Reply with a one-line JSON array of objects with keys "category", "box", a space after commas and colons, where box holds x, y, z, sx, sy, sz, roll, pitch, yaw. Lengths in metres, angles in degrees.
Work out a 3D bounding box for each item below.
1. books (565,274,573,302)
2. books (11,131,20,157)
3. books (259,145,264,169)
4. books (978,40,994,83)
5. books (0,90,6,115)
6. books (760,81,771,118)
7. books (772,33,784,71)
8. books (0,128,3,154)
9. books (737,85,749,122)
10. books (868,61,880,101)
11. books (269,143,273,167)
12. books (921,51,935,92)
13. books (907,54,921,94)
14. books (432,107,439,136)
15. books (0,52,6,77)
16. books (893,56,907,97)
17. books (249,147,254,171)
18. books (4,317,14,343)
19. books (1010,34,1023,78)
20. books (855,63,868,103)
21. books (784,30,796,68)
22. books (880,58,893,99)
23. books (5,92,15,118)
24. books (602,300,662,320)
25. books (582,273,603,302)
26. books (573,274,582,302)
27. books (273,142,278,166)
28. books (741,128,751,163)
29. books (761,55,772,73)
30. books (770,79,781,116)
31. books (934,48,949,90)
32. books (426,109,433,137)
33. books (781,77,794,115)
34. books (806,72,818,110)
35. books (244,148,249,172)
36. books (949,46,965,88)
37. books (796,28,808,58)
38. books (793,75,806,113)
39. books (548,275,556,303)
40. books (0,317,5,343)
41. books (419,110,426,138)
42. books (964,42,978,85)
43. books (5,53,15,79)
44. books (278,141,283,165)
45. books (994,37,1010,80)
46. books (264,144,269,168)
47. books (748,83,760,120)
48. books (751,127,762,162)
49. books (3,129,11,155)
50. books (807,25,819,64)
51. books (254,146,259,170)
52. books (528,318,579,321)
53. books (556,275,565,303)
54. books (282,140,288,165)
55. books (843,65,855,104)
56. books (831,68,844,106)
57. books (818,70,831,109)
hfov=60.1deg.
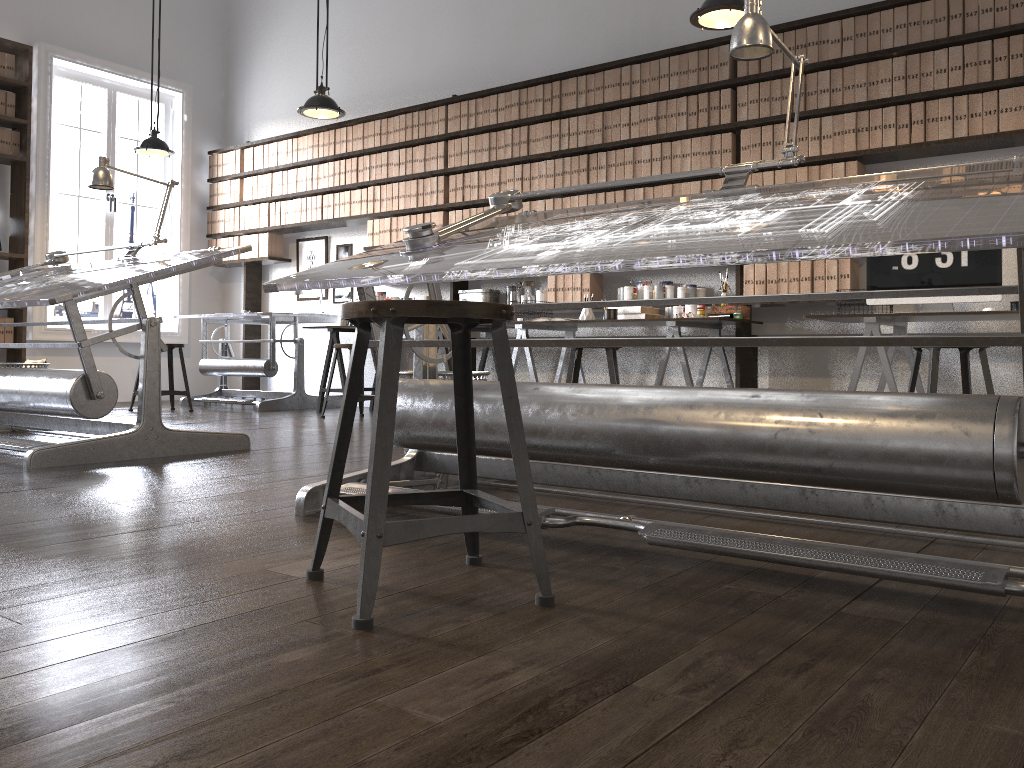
[{"category": "books", "box": [0.444, -0.655, 6.223, 0.066, 0.226, 0.174, 0, -1, 37]}, {"category": "books", "box": [-4.190, -1.989, 7.405, 0.174, 0.226, 0.066, 0, -1, 37]}, {"category": "books", "box": [-2.280, -2.104, 8.289, 0.066, 0.226, 0.174, 0, -1, 37]}, {"category": "books", "box": [2.525, -1.685, 4.705, 0.066, 0.226, 0.174, 0, -1, 37]}, {"category": "books", "box": [-4.260, -2.299, 7.317, 0.174, 0.226, 0.066, 0, -1, 37]}, {"category": "books", "box": [1.577, -1.713, 5.405, 0.067, 0.226, 0.174, 0, -1, 37]}, {"category": "books", "box": [1.640, -1.988, 5.370, 0.066, 0.226, 0.174, 0, -1, 37]}, {"category": "books", "box": [-4.265, -1.987, 7.295, 0.174, 0.226, 0.067, 0, -1, 37]}, {"category": "books", "box": [1.463, -1.716, 5.495, 0.066, 0.226, 0.174, 0, -1, 37]}, {"category": "books", "box": [2.082, -1.698, 5.036, 0.066, 0.226, 0.174, 0, -1, 37]}, {"category": "books", "box": [-2.164, -2.101, 8.208, 0.066, 0.226, 0.174, 0, -1, 37]}, {"category": "books", "box": [2.304, -1.691, 4.874, 0.066, 0.226, 0.174, 0, -1, 37]}, {"category": "books", "box": [2.247, -1.693, 4.914, 0.066, 0.226, 0.174, 0, -1, 37]}, {"category": "books", "box": [-0.548, -2.053, 7.001, 0.066, 0.226, 0.174, 0, -1, 37]}, {"category": "books", "box": [-4.260, -2.618, 7.320, 0.174, 0.226, 0.066, 0, -1, 37]}, {"category": "books", "box": [2.188, -1.695, 4.952, 0.067, 0.226, 0.174, 0, -1, 37]}, {"category": "books", "box": [-2.398, -2.108, 8.376, 0.067, 0.226, 0.174, 0, -1, 37]}, {"category": "books", "box": [-4.211, -0.437, 7.351, 0.174, 0.226, 0.066, 0, -1, 37]}, {"category": "books", "box": [2.643, -1.681, 4.613, 0.067, 0.226, 0.174, 0, -1, 37]}, {"category": "books", "box": [2.025, -1.699, 5.072, 0.067, 0.226, 0.174, 0, -1, 37]}, {"category": "books", "box": [1.700, -1.987, 5.331, 0.066, 0.226, 0.174, 0, -1, 37]}, {"category": "books", "box": [2.131, -1.696, 4.997, 0.066, 0.226, 0.174, 0, -1, 37]}, {"category": "books", "box": [-4.212, -2.301, 7.377, 0.174, 0.226, 0.066, 0, -1, 37]}, {"category": "books", "box": [0.735, -0.457, 5.598, 0.294, 0.148, 0.385, 1, 1, 37]}, {"category": "books", "box": [0.559, -0.652, 6.138, 0.066, 0.226, 0.174, 0, -1, 37]}, {"category": "books", "box": [0.499, -0.653, 6.177, 0.066, 0.226, 0.174, 0, -1, 37]}, {"category": "books", "box": [-2.113, -2.099, 8.163, 0.067, 0.226, 0.174, 0, -1, 37]}, {"category": "books", "box": [1.479, -1.447, 5.475, 0.066, 0.226, 0.174, 0, -1, 37]}, {"category": "books", "box": [1.586, -1.990, 5.416, 0.066, 0.226, 0.174, 0, -1, 37]}, {"category": "books", "box": [1.631, -1.711, 5.371, 0.066, 0.226, 0.174, 0, -1, 37]}, {"category": "books", "box": [2.357, -1.690, 4.829, 0.066, 0.226, 0.174, 0, -1, 37]}, {"category": "books", "box": [-0.602, -2.055, 7.046, 0.066, 0.226, 0.174, 0, -1, 37]}, {"category": "books", "box": [1.685, -1.710, 5.334, 0.066, 0.226, 0.174, 0, -1, 37]}, {"category": "books", "box": [1.804, -1.706, 5.245, 0.066, 0.226, 0.174, 0, -1, 37]}, {"category": "books", "box": [-2.454, -2.109, 8.424, 0.066, 0.226, 0.174, 0, -1, 37]}, {"category": "books", "box": [2.414, -1.688, 4.783, 0.066, 0.226, 0.174, 0, -1, 37]}, {"category": "books", "box": [1.757, -1.985, 5.288, 0.066, 0.226, 0.174, 0, -1, 37]}, {"category": "books", "box": [1.741, -1.708, 5.285, 0.067, 0.226, 0.174, 0, -1, 37]}, {"category": "books", "box": [0.330, -0.658, 6.300, 0.067, 0.226, 0.174, 0, -1, 37]}, {"category": "books", "box": [-4.257, -0.436, 7.297, 0.174, 0.226, 0.066, 0, -1, 37]}, {"category": "books", "box": [-0.659, -2.056, 7.086, 0.066, 0.226, 0.174, 0, -1, 37]}, {"category": "books", "box": [2.471, -1.686, 4.740, 0.067, 0.226, 0.174, 0, -1, 37]}, {"category": "books", "box": [-4.214, -2.619, 7.375, 0.174, 0.226, 0.066, 0, -1, 37]}, {"category": "books", "box": [-2.057, -2.098, 8.126, 0.066, 0.226, 0.174, 0, -1, 37]}, {"category": "books", "box": [2.587, -1.683, 4.662, 0.066, 0.226, 0.174, 0, -1, 37]}, {"category": "books", "box": [-2.221, -2.103, 8.250, 0.066, 0.226, 0.174, 0, -1, 37]}, {"category": "books", "box": [1.519, -1.714, 5.449, 0.066, 0.226, 0.174, 0, -1, 37]}, {"category": "books", "box": [1.527, -1.445, 5.434, 0.067, 0.226, 0.174, 0, -1, 37]}, {"category": "books", "box": [-4.231, -1.988, 7.348, 0.174, 0.226, 0.066, 0, -1, 37]}, {"category": "books", "box": [1.807, -1.983, 5.243, 0.067, 0.226, 0.174, 0, -1, 37]}, {"category": "books", "box": [-2.334, -2.106, 8.335, 0.066, 0.226, 0.174, 0, -1, 37]}, {"category": "books", "box": [0.310, -0.408, 5.691, 0.354, 0.029, 0.256, 2, 2, 37]}, {"category": "books", "box": [0.387, -0.657, 6.265, 0.066, 0.226, 0.174, 0, -1, 37]}, {"category": "books", "box": [-2.007, -2.096, 8.088, 0.066, 0.226, 0.174, 0, -1, 37]}, {"category": "books", "box": [1.975, -1.701, 5.117, 0.066, 0.226, 0.174, 0, -1, 37]}, {"category": "books", "box": [1.918, -1.703, 5.160, 0.066, 0.226, 0.174, 0, -1, 37]}, {"category": "books", "box": [1.859, -1.704, 5.199, 0.066, 0.226, 0.174, 0, -1, 37]}]
